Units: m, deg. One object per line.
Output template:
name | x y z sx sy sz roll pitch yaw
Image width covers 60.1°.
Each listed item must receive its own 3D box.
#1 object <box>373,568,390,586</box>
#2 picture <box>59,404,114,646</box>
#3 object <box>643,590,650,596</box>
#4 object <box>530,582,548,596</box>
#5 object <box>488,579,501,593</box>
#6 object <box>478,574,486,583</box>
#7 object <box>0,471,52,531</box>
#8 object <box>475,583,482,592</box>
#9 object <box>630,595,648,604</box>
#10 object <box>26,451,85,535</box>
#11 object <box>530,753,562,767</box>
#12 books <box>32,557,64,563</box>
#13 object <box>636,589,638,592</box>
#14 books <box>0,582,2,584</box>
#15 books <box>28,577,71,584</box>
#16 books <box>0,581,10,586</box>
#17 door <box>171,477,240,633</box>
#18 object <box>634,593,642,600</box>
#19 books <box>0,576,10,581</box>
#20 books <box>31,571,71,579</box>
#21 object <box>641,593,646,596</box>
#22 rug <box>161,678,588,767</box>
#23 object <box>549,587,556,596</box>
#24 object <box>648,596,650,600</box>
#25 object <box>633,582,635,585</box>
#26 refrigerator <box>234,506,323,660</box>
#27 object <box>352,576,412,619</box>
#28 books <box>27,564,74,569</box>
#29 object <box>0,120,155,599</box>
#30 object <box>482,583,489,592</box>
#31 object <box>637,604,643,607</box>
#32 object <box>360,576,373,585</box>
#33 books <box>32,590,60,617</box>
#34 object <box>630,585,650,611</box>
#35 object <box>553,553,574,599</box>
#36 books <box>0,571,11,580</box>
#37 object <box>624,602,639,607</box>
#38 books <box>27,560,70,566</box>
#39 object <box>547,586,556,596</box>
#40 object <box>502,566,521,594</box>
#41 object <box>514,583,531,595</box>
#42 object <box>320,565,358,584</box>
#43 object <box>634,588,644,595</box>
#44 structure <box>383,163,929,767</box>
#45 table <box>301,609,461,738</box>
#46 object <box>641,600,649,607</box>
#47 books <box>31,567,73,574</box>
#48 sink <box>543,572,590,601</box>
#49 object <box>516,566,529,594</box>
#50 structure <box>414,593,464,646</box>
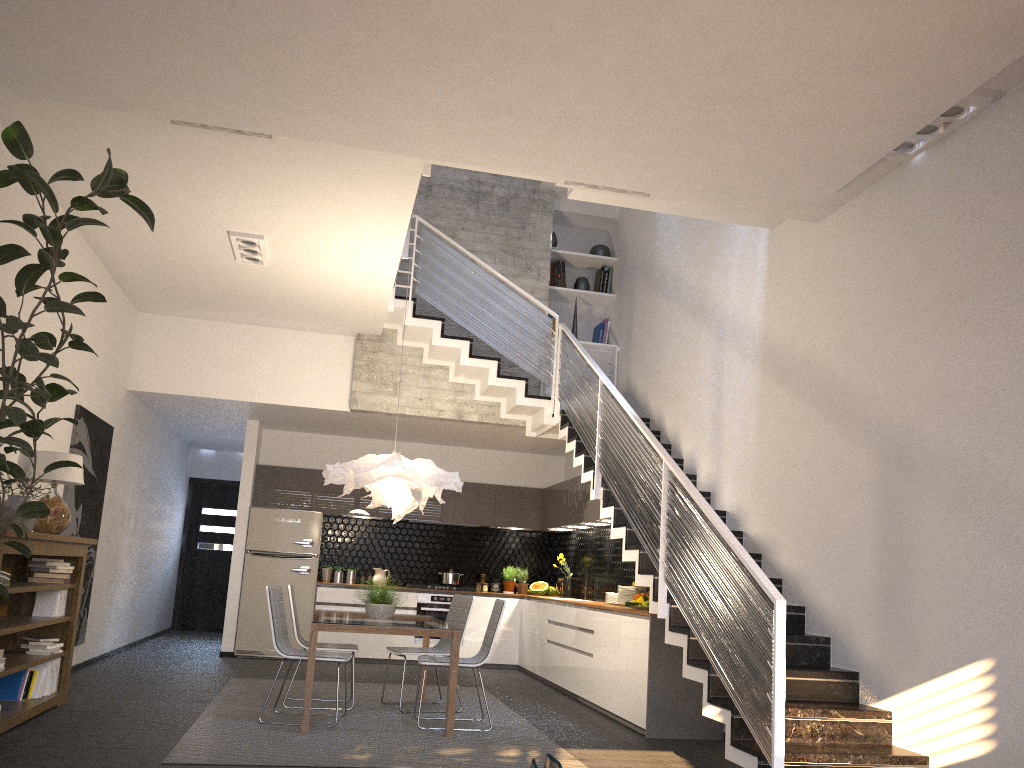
object | -1.633 2.402 11.015 0.190 0.213 0.173 3 -11 2
picture | -3.777 1.281 7.750 0.033 2.009 1.243 6 -10 -11
object | 1.257 1.925 7.931 0.173 0.183 0.173 11 -13 -33
object | 0.340 2.579 11.163 0.236 0.173 0.219 0 -12 17
object | -0.217 2.578 11.312 0.141 0.172 0.142 6 -11 -11
object | -0.384 2.479 11.288 0.083 0.112 0.083 10 -12 -31
object | -3.163 0.742 5.670 0.387 0.408 0.277 11 -12 -33
object | -0.426 2.587 11.276 0.083 0.112 0.083 6 -11 -11
object | 1.066 1.813 7.448 0.154 0.076 0.079 -1 -12 23
object | -3.262 0.785 6.288 0.392 0.577 0.391 13 -14 -41
object | 0.111 -0.205 5.821 0.365 4.432 8.995 4 -12 0
books | -3.282 1.246 6.265 0.206 0.022 0.156 10 -14 -26
object | 1.117 1.825 7.589 0.125 0.119 0.062 -1 -11 21
books | -3.035 1.100 4.941 0.319 0.011 0.254 -9 -17 44
books | -3.243 1.376 6.211 0.231 0.034 0.288 8 -13 -18
books | -3.053 1.152 5.129 0.180 0.033 0.245 5 -12 -8
door | -4.464 2.614 13.482 1.109 2.294 0.161 6 -10 -11
object | 1.072 1.810 7.481 0.087 0.092 0.086 5 -11 -6
books | -3.044 1.122 5.127 0.166 0.023 0.229 5 -12 -7
books | -1.816 -1.359 8.930 0.360 6.647 5.440 -2 -12 29
object | 1.111 1.812 7.563 0.059 0.055 0.128 6 -12 -10
rug | -1.065 2.487 6.666 2.373 0.006 3.719 6 -13 -11
object | 0.518 2.673 11.417 0.132 0.118 0.206 2 -12 9
object | 1.184 1.835 7.517 0.087 0.078 0.090 -1 -12 24
object | 1.041 1.691 7.477 0.045 0.041 0.048 -5 -14 39
refrigerator | -2.740 2.354 10.480 0.830 1.696 0.776 6 -10 -11
object | -1.021 1.631 6.811 0.532 0.364 0.673 7 -12 -16
books | -3.270 1.295 6.280 0.243 0.019 0.176 1 -13 13
object | -2.525 0.265 4.324 0.911 3.170 2.022 10 -12 -33
object | -0.340 2.596 11.289 0.083 0.112 0.083 4 -10 -1
object | 1.139 1.854 7.400 0.230 0.075 0.070 8 -12 -20
object | -1.816 2.440 11.005 0.160 0.109 0.078 5 -10 -6
books | -3.221 1.516 6.120 0.135 0.180 0.078 6 -10 -11
object | 1.145 1.696 7.484 0.352 0.422 0.354 7 -11 -17
object | 0.651 2.343 10.823 0.257 0.537 0.431 1 -11 12
books | -3.046 1.050 4.973 0.322 0.108 0.275 -2 -13 23
object | 1.051 1.858 7.444 0.240 0.048 0.062 11 -13 -30
books | -3.276 1.269 6.264 0.243 0.023 0.176 -4 -15 33
object | 0.538 2.633 11.244 0.148 0.126 0.226 -2 -13 28
object | -0.015 2.501 11.324 0.245 0.351 0.236 5 -10 -7
object | 0.136 2.594 11.206 0.209 0.139 0.125 -1 -12 23
object | -2.132 2.345 10.912 0.482 0.219 0.174 7 -11 -14
object | 1.203 1.959 8.104 0.172 0.183 0.173 -5 -14 37
structure | -0.545 -1.315 8.397 4.238 8.233 8.534 6 -11 -11
table | -1.041 2.146 6.740 0.998 0.708 1.816 6 -12 -11
object | 1.122 1.829 7.347 0.151 0.072 0.077 -2 -12 26
books | -3.264 1.320 6.280 0.225 0.029 0.181 -4 -14 30
sink | 0.632 2.351 10.011 0.490 0.445 0.730 6 -12 -11
object | 0.128 2.499 11.335 0.169 0.376 0.185 -1 -11 25
structure | -0.907 2.867 10.841 0.588 0.583 0.589 6 -11 -11
